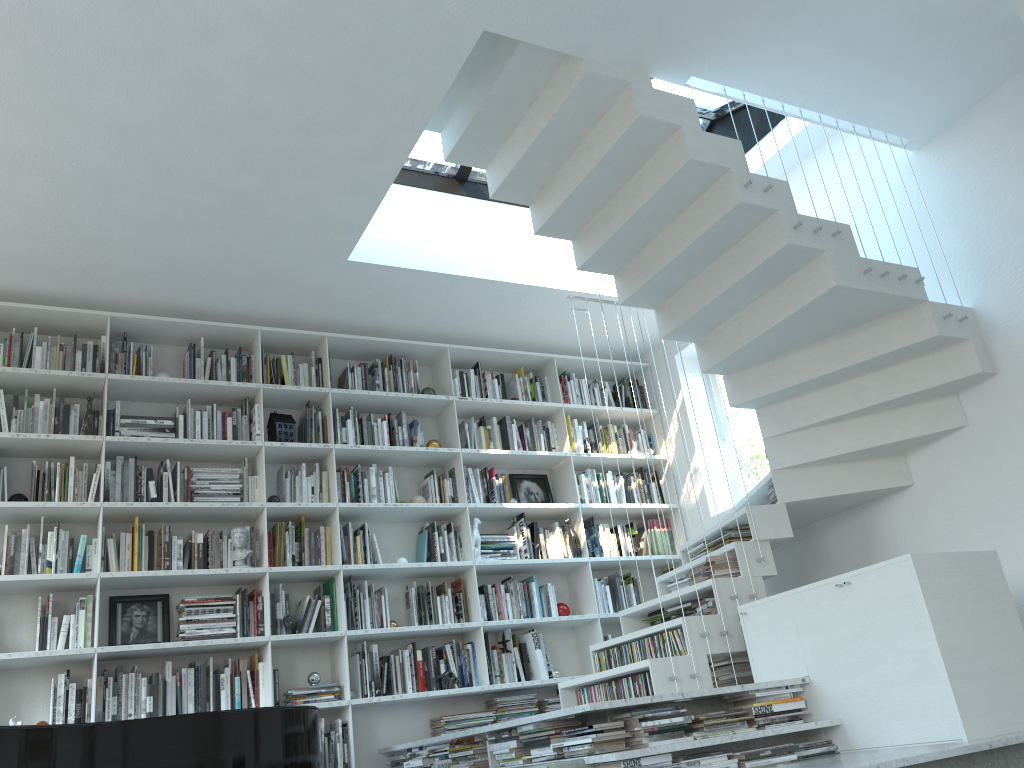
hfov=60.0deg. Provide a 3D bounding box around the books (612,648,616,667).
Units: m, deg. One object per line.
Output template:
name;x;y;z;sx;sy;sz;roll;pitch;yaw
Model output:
books;0.591;1.449;4.660;0.125;0.124;0.007;4;-25;-28

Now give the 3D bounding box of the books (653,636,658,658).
books;0.757;1.302;4.368;0.125;0.124;0.007;4;-25;-28

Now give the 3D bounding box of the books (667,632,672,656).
books;0.810;1.255;4.275;0.125;0.124;0.007;4;-25;-28

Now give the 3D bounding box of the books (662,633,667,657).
books;0.793;1.271;4.306;0.125;0.125;0.010;4;-25;-28

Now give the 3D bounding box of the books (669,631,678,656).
books;0.818;1.248;4.261;0.125;0.125;0.011;4;-25;-28

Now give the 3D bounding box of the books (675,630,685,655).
books;0.848;1.223;4.208;0.125;0.122;0.036;4;-25;-28

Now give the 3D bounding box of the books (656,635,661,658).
books;0.768;1.292;4.349;0.125;0.125;0.010;4;-25;-28

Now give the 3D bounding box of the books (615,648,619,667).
books;0.602;1.440;4.642;0.125;0.125;0.008;4;-25;-28

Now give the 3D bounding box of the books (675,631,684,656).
books;0.844;1.226;4.214;0.125;0.122;0.035;4;-25;-28

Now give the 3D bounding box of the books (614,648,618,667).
books;0.598;1.443;4.649;0.125;0.125;0.008;4;-25;-28

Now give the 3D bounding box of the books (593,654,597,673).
books;0.504;1.526;4.815;0.125;0.125;0.009;4;-25;-28

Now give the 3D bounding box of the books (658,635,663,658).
books;0.776;1.285;4.335;0.125;0.124;0.007;4;-25;-28

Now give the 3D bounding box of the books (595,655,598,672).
books;0.511;1.520;4.802;0.125;0.125;0.009;4;-25;-28

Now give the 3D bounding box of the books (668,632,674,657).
books;0.813;1.252;4.269;0.125;0.125;0.008;4;-25;-28

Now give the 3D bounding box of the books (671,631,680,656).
books;0.830;1.239;4.239;0.125;0.122;0.035;4;-25;-28

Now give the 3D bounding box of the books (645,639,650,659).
books;0.724;1.332;4.427;0.125;0.125;0.016;4;-25;-28

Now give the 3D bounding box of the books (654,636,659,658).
books;0.761;1.299;4.362;0.125;0.125;0.008;4;-25;-28

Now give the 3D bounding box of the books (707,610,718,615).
books;1.050;1.177;4.511;0.136;0.017;0.290;-6;-23;-7

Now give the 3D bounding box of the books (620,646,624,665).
books;0.626;1.419;4.600;0.125;0.125;0.008;4;-25;-28

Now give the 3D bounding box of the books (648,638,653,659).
books;0.738;1.319;4.402;0.125;0.124;0.007;4;-25;-28

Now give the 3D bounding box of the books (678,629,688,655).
books;0.858;1.214;4.189;0.125;0.122;0.036;4;-25;-28

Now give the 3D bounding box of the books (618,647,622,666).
books;0.616;1.427;4.617;0.125;0.124;0.007;4;-25;-28

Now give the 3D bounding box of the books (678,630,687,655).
books;0.855;1.217;4.196;0.125;0.123;0.034;4;-25;-28

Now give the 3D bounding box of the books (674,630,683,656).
books;0.841;1.229;4.221;0.125;0.123;0.034;4;-25;-28

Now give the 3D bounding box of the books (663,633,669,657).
books;0.796;1.268;4.300;0.125;0.125;0.010;4;-25;-28

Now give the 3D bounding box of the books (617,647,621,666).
books;0.612;1.430;4.623;0.125;0.124;0.007;4;-25;-28

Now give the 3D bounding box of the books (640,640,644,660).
books;0.705;1.348;4.459;0.125;0.125;0.013;4;-25;-28

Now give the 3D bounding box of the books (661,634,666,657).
books;0.789;1.274;4.312;0.125;0.125;0.009;4;-25;-28

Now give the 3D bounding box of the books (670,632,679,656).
books;0.826;1.242;4.246;0.125;0.123;0.034;4;-25;-28

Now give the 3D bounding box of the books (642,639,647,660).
books;0.714;1.340;4.444;0.125;0.125;0.011;4;-25;-28

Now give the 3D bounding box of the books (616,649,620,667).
books;0.605;1.437;4.636;0.125;0.124;0.008;4;-25;-28

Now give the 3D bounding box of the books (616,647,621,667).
books;0.609;1.433;4.629;0.125;0.125;0.008;4;-25;-28

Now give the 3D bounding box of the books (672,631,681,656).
books;0.834;1.236;4.233;0.125;0.122;0.037;4;-25;-28

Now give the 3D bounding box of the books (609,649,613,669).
books;0.576;1.462;4.687;0.125;0.125;0.010;4;-25;-28

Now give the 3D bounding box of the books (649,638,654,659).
books;0.743;1.315;4.394;0.125;0.125;0.012;4;-25;-28

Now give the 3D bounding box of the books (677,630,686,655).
books;0.851;1.220;4.202;0.125;0.123;0.035;4;-25;-28

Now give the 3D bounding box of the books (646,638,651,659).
books;0.730;1.326;4.415;0.125;0.125;0.013;4;-25;-28

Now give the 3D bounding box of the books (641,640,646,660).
books;0.710;1.344;4.452;0.125;0.125;0.009;4;-25;-28

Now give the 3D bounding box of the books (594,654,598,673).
books;0.508;1.523;4.808;0.125;0.125;0.008;4;-25;-28

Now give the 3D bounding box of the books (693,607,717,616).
books;1.028;1.162;4.514;0.171;0.019;0.241;-6;-23;-5

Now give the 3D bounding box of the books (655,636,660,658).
books;0.764;1.296;4.356;0.125;0.124;0.008;4;-25;-28

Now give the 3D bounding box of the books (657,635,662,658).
books;0.772;1.288;4.341;0.125;0.125;0.009;4;-25;-28

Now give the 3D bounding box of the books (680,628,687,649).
books;0.862;1.210;4.183;0.125;0.123;0.034;4;-25;-28

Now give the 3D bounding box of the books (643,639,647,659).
books;0.719;1.336;4.436;0.125;0.125;0.009;4;-25;-28

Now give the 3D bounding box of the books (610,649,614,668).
books;0.580;1.459;4.680;0.125;0.124;0.007;4;-25;-28

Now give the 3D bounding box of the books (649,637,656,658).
books;0.747;1.311;4.386;0.125;0.124;0.018;4;-25;-28

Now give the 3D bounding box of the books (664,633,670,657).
books;0.800;1.264;4.293;0.125;0.124;0.008;4;-25;-28

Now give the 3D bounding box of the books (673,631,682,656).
books;0.837;1.232;4.226;0.125;0.123;0.034;4;-25;-28

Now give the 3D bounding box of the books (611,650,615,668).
books;0.584;1.455;4.673;0.125;0.125;0.009;4;-25;-28

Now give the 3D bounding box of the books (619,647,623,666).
books;0.619;1.424;4.611;0.125;0.124;0.007;4;-25;-28

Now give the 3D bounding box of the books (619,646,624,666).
books;0.623;1.421;4.606;0.125;0.125;0.008;4;-25;-28

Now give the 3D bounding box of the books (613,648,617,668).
books;0.595;1.446;4.654;0.125;0.124;0.008;4;-25;-28

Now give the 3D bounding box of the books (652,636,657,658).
books;0.753;1.305;4.375;0.125;0.125;0.009;4;-25;-28

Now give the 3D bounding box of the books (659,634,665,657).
books;0.783;1.279;4.323;0.125;0.124;0.008;4;-25;-28

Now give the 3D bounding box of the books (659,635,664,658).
books;0.780;1.282;4.329;0.125;0.124;0.007;4;-25;-28

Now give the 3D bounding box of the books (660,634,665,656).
books;0.786;1.276;4.317;0.125;0.124;0.008;4;-25;-28

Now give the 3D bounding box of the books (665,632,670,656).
books;0.803;1.261;4.287;0.125;0.124;0.008;4;-25;-28

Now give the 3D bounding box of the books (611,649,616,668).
books;0.588;1.452;4.667;0.125;0.125;0.009;4;-25;-28

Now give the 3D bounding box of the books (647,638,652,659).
books;0.734;1.322;4.408;0.125;0.125;0.009;4;-25;-28
